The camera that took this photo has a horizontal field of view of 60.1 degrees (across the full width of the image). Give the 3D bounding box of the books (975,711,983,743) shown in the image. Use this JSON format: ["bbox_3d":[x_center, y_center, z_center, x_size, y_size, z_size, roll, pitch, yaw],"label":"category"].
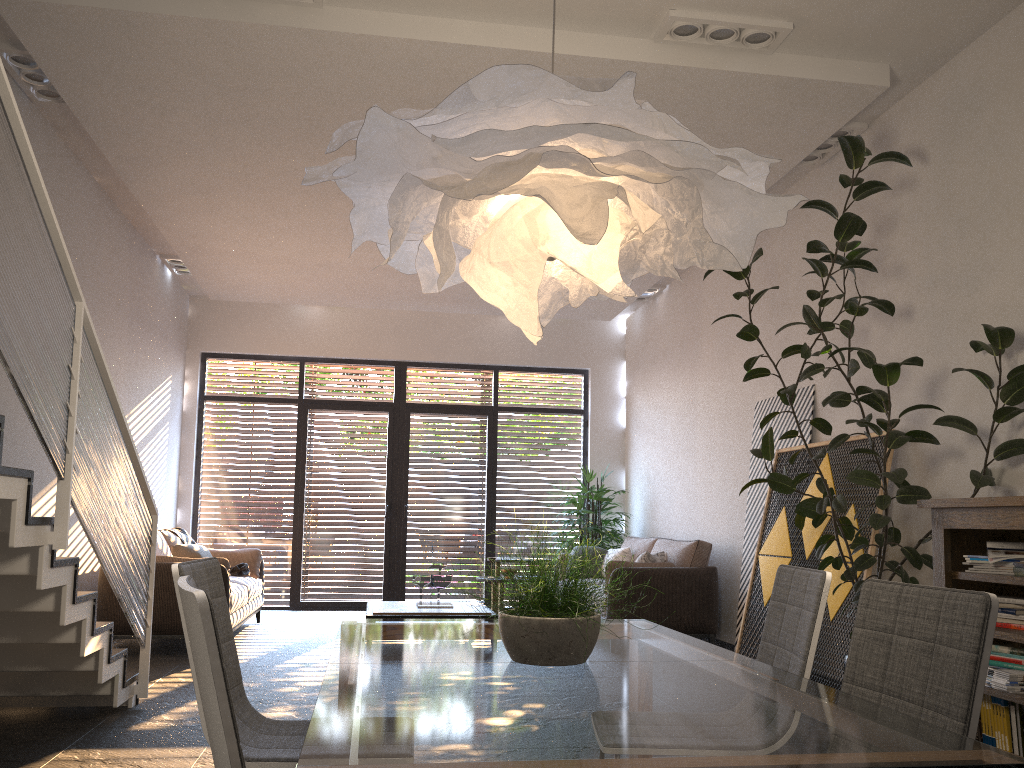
[{"bbox_3d":[2.173,1.488,3.997,0.171,0.239,0.085,2,-6,-9],"label":"books"}]

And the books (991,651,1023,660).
[{"bbox_3d":[2.217,1.159,3.777,0.193,0.014,0.257,4,-9,-20],"label":"books"}]

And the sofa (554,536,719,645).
[{"bbox_3d":[1.084,1.892,8.288,0.993,0.914,2.336,2,-9,-9],"label":"sofa"}]

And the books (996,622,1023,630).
[{"bbox_3d":[2.211,1.053,3.869,0.159,0.021,0.225,5,-10,-23],"label":"books"}]

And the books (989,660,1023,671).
[{"bbox_3d":[2.199,1.201,3.776,0.175,0.023,0.250,6,-10,-28],"label":"books"}]

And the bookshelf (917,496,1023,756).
[{"bbox_3d":[2.265,0.989,3.198,0.451,1.165,1.931,2,-8,-9],"label":"bookshelf"}]

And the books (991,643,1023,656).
[{"bbox_3d":[2.218,1.138,3.781,0.194,0.028,0.247,6,-10,-28],"label":"books"}]

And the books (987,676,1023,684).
[{"bbox_3d":[2.130,1.247,3.776,0.218,0.006,0.306,2,-9,-4],"label":"books"}]

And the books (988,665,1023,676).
[{"bbox_3d":[2.131,1.212,3.778,0.218,0.013,0.307,2,-9,-4],"label":"books"}]

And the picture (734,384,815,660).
[{"bbox_3d":[1.903,1.069,6.474,0.207,2.007,0.963,2,-6,-9],"label":"picture"}]

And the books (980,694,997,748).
[{"bbox_3d":[2.184,1.482,3.928,0.171,0.233,0.101,2,-6,-9],"label":"books"}]

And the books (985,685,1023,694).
[{"bbox_3d":[2.122,1.287,3.779,0.218,0.008,0.306,2,-9,-9],"label":"books"}]

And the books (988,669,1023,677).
[{"bbox_3d":[2.131,1.221,3.779,0.218,0.007,0.306,2,-9,-4],"label":"books"}]

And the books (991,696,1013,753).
[{"bbox_3d":[2.196,1.468,3.848,0.171,0.234,0.108,2,-6,-9],"label":"books"}]

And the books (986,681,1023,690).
[{"bbox_3d":[2.122,1.273,3.781,0.218,0.008,0.306,2,-9,-4],"label":"books"}]

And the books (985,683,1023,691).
[{"bbox_3d":[2.122,1.281,3.782,0.218,0.007,0.307,2,-9,-4],"label":"books"}]

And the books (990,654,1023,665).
[{"bbox_3d":[2.199,1.178,3.778,0.175,0.023,0.251,5,-10,-23],"label":"books"}]

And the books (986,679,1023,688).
[{"bbox_3d":[2.121,1.265,3.783,0.218,0.013,0.307,2,-9,-4],"label":"books"}]

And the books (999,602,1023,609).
[{"bbox_3d":[2.202,0.968,3.882,0.221,0.023,0.148,-5,-10,32],"label":"books"}]

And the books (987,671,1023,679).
[{"bbox_3d":[2.127,1.229,3.778,0.218,0.007,0.306,2,-9,-5],"label":"books"}]

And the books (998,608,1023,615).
[{"bbox_3d":[2.201,0.991,3.887,0.162,0.023,0.233,2,-9,-8],"label":"books"}]

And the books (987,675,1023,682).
[{"bbox_3d":[2.126,1.243,3.780,0.218,0.008,0.290,2,-9,-5],"label":"books"}]

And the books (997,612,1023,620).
[{"bbox_3d":[2.204,1.011,3.877,0.175,0.019,0.245,5,-10,-23],"label":"books"}]

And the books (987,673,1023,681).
[{"bbox_3d":[2.124,1.236,3.777,0.218,0.007,0.306,2,-9,-5],"label":"books"}]

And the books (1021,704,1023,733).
[{"bbox_3d":[2.219,1.444,3.705,0.171,0.239,0.056,2,-6,-9],"label":"books"}]

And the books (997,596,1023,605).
[{"bbox_3d":[2.207,0.947,3.879,0.155,0.020,0.206,5,-10,-23],"label":"books"}]

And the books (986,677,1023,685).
[{"bbox_3d":[2.128,1.254,3.784,0.218,0.008,0.290,1,-9,-3],"label":"books"}]

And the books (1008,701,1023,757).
[{"bbox_3d":[2.205,1.454,3.761,0.167,0.240,0.100,2,-6,-9],"label":"books"}]

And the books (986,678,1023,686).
[{"bbox_3d":[2.127,1.260,3.783,0.218,0.008,0.290,1,-9,-3],"label":"books"}]

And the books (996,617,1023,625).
[{"bbox_3d":[2.205,1.031,3.870,0.155,0.022,0.206,6,-10,-28],"label":"books"}]

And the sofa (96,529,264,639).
[{"bbox_3d":[-2.780,1.731,7.694,0.993,0.914,2.336,2,-9,-9],"label":"sofa"}]

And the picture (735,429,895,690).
[{"bbox_3d":[1.884,1.157,5.685,0.386,1.595,1.507,2,-7,-9],"label":"picture"}]
